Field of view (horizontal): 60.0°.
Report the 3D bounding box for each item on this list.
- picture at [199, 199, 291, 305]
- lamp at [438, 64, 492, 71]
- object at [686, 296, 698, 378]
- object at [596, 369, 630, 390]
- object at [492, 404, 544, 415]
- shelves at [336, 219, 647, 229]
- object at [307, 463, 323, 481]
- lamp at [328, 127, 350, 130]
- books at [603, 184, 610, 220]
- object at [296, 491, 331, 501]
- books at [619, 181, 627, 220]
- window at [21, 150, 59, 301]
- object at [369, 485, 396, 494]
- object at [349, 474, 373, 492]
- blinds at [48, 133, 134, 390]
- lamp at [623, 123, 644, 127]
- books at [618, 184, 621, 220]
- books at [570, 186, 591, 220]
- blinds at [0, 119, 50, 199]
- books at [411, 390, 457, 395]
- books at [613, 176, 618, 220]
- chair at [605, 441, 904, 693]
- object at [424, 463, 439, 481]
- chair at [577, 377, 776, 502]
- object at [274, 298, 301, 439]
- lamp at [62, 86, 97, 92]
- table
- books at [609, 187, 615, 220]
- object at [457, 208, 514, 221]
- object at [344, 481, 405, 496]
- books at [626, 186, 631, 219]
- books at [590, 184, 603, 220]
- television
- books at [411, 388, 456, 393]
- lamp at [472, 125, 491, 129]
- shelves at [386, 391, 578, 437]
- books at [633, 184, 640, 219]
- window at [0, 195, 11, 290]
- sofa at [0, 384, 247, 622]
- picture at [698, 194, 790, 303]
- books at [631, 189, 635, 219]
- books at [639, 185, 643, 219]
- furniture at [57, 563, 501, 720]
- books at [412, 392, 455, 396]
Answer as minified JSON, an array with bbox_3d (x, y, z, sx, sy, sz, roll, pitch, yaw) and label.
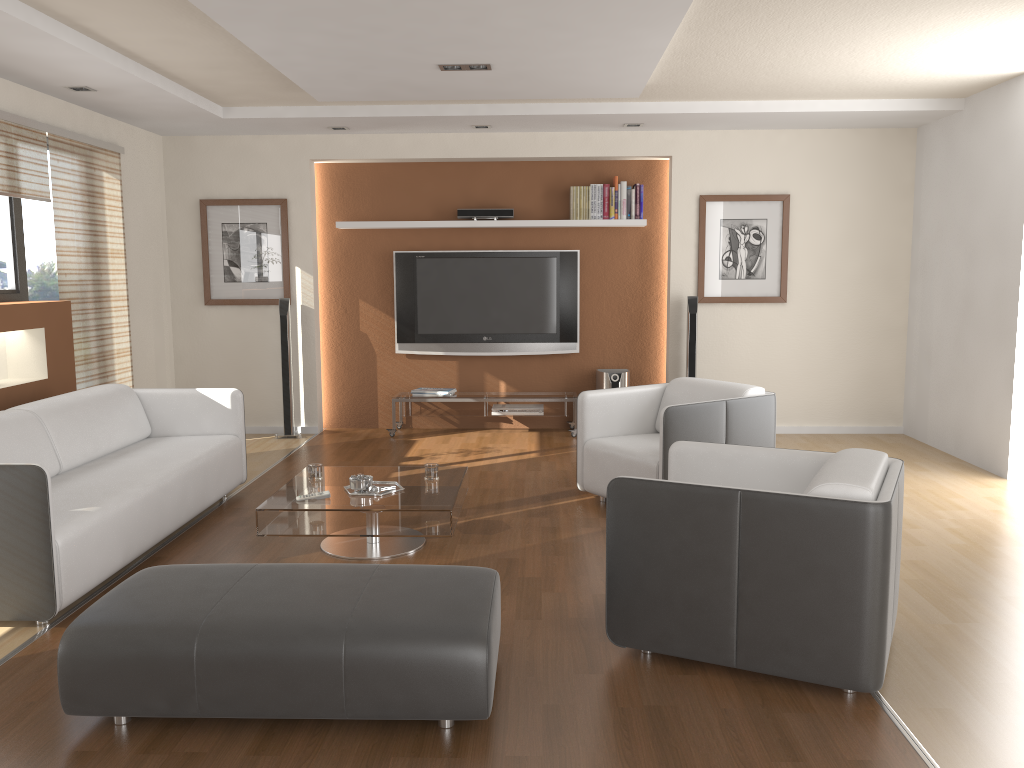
[{"bbox_3d":[-2.244,-1.107,7.467,0.734,0.884,0.025,0,7,2],"label":"picture"},{"bbox_3d":[-0.262,-1.817,4.970,0.291,0.087,0.146,0,7,2],"label":"lamp"},{"bbox_3d":[1.480,-0.138,7.320,0.228,1.165,0.215,1,7,7],"label":"object"},{"bbox_3d":[0.868,0.146,7.594,0.286,0.518,0.323,0,7,2],"label":"object"},{"bbox_3d":[0.051,0.217,7.559,0.435,0.052,0.274,0,7,2],"label":"object"},{"bbox_3d":[-0.178,-1.359,7.540,2.612,0.050,0.200,0,7,2],"label":"shelves"},{"bbox_3d":[-1.025,0.458,4.622,0.079,0.077,0.079,-2,7,-9],"label":"object"},{"bbox_3d":[-1.374,-2.068,7.029,0.146,0.087,0.146,0,7,2],"label":"lamp"},{"bbox_3d":[0.792,-1.531,7.490,0.053,0.293,0.169,0,7,2],"label":"books"},{"bbox_3d":[-0.945,0.533,4.218,0.158,0.029,0.064,-2,7,-17],"label":"object"},{"bbox_3d":[0.934,-1.540,7.480,0.050,0.313,0.179,0,7,2],"label":"books"},{"bbox_3d":[-3.201,-0.572,6.268,0.010,2.162,0.889,0,7,2],"label":"window"},{"bbox_3d":[-0.632,0.509,4.354,0.051,0.035,0.147,6,10,43],"label":"object"},{"bbox_3d":[-0.743,0.485,4.372,0.118,0.079,0.117,1,7,9],"label":"object"},{"bbox_3d":[-2.928,-0.579,6.257,0.001,2.200,0.980,0,7,2],"label":"blinds"},{"bbox_3d":[0.954,-2.072,6.954,0.146,0.087,0.146,0,7,2],"label":"lamp"},{"bbox_3d":[0.898,-1.531,7.488,0.022,0.293,0.167,0,7,2],"label":"books"},{"bbox_3d":[0.575,-1.522,7.499,0.167,0.275,0.195,0,7,2],"label":"books"},{"bbox_3d":[-2.972,-1.300,4.930,0.001,0.441,1.432,0,7,2],"label":"blinds"},{"bbox_3d":[-0.667,0.065,7.577,0.326,0.017,0.228,2,8,19],"label":"books"},{"bbox_3d":[0.873,-1.563,7.484,0.028,0.358,0.169,0,7,2],"label":"books"},{"bbox_3d":[0.908,0.581,3.247,0.919,0.661,0.767,3,8,27],"label":"chair"},{"bbox_3d":[-0.418,0.457,4.609,0.079,0.077,0.079,-2,7,-9],"label":"object"},{"bbox_3d":[0.975,0.354,5.249,0.919,0.706,0.767,-5,8,-33],"label":"chair"},{"bbox_3d":[-1.884,-0.133,7.428,0.228,1.165,0.215,-1,7,-3],"label":"object"},{"bbox_3d":[-2.674,-1.867,5.482,0.146,0.087,0.146,0,7,2],"label":"lamp"},{"bbox_3d":[-0.706,0.662,4.496,0.900,0.300,0.900,0,7,2],"label":"table"},{"bbox_3d":[0.839,-1.516,7.482,0.041,0.266,0.186,0,7,2],"label":"books"},{"bbox_3d":[-0.223,-1.437,7.528,0.470,0.109,0.182,0,7,2],"label":"object"},{"bbox_3d":[-0.685,0.517,4.399,0.315,0.011,0.273,1,7,9],"label":"object"},{"bbox_3d":[0.980,-1.525,7.491,0.041,0.278,0.157,0,7,2],"label":"books"},{"bbox_3d":[0.712,-1.532,7.497,0.104,0.295,0.146,0,7,2],"label":"books"},{"bbox_3d":[-0.217,-0.698,7.672,1.594,0.900,0.097,0,7,2],"label":"television"},{"bbox_3d":[-0.667,0.052,7.576,0.326,0.017,0.228,1,7,13],"label":"books"},{"bbox_3d":[-0.240,-2.069,6.993,0.146,0.087,0.146,0,7,2],"label":"lamp"},{"bbox_3d":[-0.247,0.253,7.598,1.617,0.340,0.444,0,7,2],"label":"shelves"},{"bbox_3d":[1.049,-1.532,7.482,0.041,0.293,0.169,0,7,2],"label":"books"},{"bbox_3d":[-3.266,-0.904,4.264,0.010,0.986,2.817,0,7,2],"label":"window"},{"bbox_3d":[-2.162,0.447,4.467,0.919,0.661,2.238,0,7,2],"label":"sofa"},{"bbox_3d":[1.913,-1.114,7.334,0.734,0.884,0.025,0,7,2],"label":"picture"},{"bbox_3d":[1.014,-1.509,7.486,0.028,0.248,0.169,0,7,2],"label":"books"},{"bbox_3d":[1.084,-1.528,7.481,0.029,0.286,0.169,0,7,2],"label":"books"},{"bbox_3d":[-0.693,0.808,2.913,1.291,0.301,0.685,0,7,2],"label":"furniture"},{"bbox_3d":[-0.667,0.077,7.579,0.326,0.017,0.228,0,7,5],"label":"books"}]
